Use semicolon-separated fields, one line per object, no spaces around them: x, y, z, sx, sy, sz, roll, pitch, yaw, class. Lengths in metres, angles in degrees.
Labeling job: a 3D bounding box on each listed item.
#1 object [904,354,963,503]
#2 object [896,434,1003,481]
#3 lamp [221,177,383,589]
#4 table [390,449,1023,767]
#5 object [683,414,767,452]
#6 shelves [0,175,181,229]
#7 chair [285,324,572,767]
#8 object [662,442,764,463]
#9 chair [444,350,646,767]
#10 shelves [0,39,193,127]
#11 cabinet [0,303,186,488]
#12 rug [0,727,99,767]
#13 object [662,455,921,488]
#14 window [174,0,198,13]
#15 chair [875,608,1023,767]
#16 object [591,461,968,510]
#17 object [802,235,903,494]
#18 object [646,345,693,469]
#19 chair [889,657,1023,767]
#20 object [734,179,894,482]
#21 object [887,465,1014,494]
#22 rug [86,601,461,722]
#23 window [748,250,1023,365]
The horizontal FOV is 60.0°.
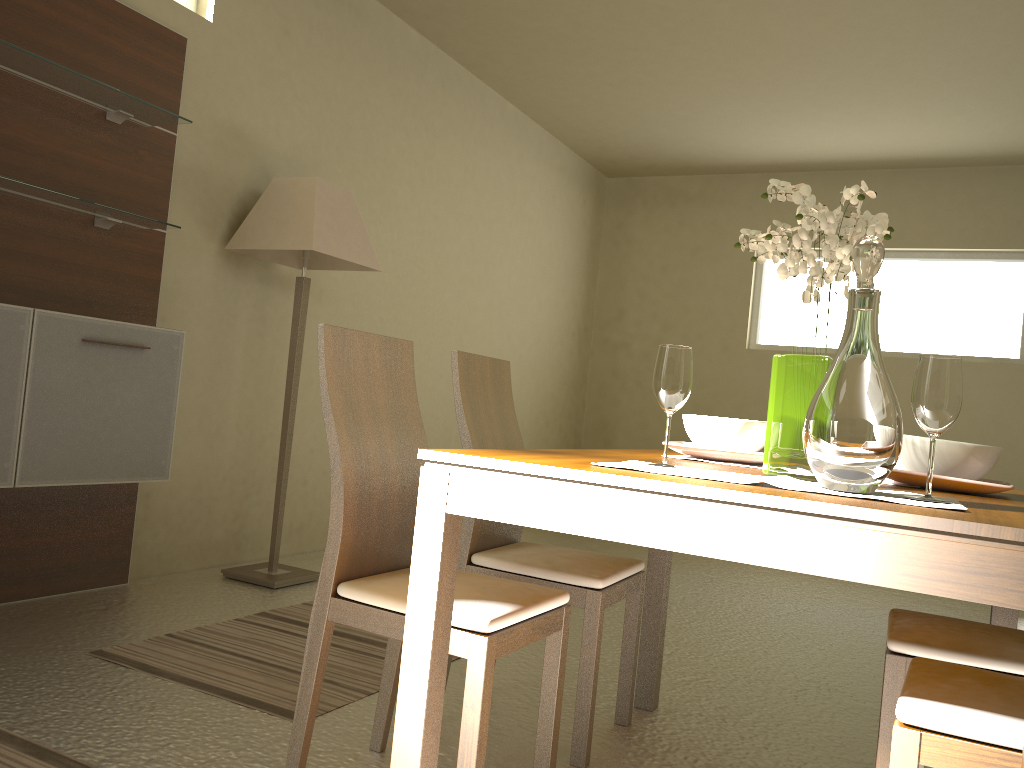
0.679;0.071;1.427;0.075;0.232;0.075;6;-1;-14;object
0.940;0.171;1.944;0.232;0.107;0.233;5;-2;38;object
-0.988;-0.015;3.997;0.499;1.782;0.499;5;-2;27;lamp
0.561;0.591;1.926;1.000;0.790;1.411;5;-2;27;table
0.546;0.137;2.248;0.233;0.101;0.233;5;-1;16;object
-1.933;-0.688;2.352;0.255;0.008;2.463;5;-2;27;shelves
-0.171;0.405;1.971;0.507;1.017;0.404;5;-2;27;chair
0.542;0.178;2.247;0.283;0.033;0.283;5;-1;21;object
0.085;0.443;2.502;0.507;1.017;0.404;5;-1;25;chair
-1.893;-1.095;2.362;0.255;0.008;2.463;5;-2;27;shelves
-1.949;-0.010;2.310;0.372;0.570;2.463;5;-2;27;cabinet
-1.580;0.758;1.388;0.842;0.007;1.613;5;-2;28;rug
0.696;0.208;2.179;0.589;0.010;0.287;5;-2;30;object
0.310;-0.568;0.814;6.429;3.000;4.466;5;-1;25;window
1.105;0.531;1.951;0.507;1.017;0.404;5;-1;24;chair
0.463;0.170;1.560;0.589;0.010;0.287;5;-1;24;object
0.577;-0.036;1.476;0.156;0.426;0.156;6;-1;-22;object
0.303;0.043;1.701;0.075;0.232;0.075;6;-1;-14;object
0.922;0.501;1.457;0.507;1.017;0.404;5;-2;28;chair
0.603;-0.109;1.829;0.304;0.608;0.302;5;-2;30;object
0.933;0.211;1.944;0.283;0.041;0.283;5;-2;27;object
-0.559;0.905;3.218;0.843;0.010;1.613;5;-2;27;rug
2.930;-0.619;6.976;2.025;0.848;0.100;5;-2;27;window
